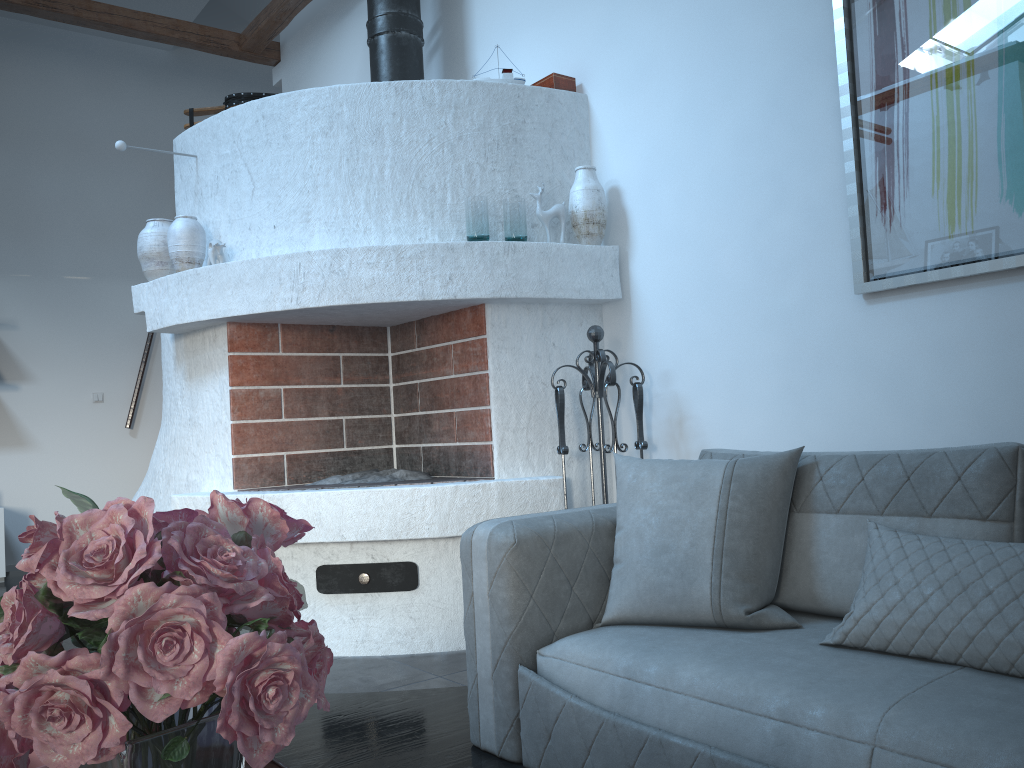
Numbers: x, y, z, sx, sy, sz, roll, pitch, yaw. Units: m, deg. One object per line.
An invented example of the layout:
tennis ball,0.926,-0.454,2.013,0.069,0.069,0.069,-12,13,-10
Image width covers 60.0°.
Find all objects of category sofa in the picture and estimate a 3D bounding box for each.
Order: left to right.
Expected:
sofa,1.009,0.513,1.820,1.107,0.770,2.458,-1,-4,-37

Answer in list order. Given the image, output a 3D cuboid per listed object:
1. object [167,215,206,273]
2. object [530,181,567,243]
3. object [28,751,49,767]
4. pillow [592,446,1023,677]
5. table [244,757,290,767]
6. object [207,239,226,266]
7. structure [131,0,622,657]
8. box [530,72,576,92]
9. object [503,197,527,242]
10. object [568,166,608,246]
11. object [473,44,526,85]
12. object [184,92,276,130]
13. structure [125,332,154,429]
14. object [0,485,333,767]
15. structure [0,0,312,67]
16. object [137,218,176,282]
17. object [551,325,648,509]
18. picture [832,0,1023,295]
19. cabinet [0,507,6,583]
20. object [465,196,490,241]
object,-1.396,-0.580,3.810,0.158,0.274,0.158,-3,-3,2
object,0.152,-0.698,3.650,0.150,0.258,0.081,-3,-3,-3
object,-0.409,0.372,0.908,0.215,0.138,0.413,-2,-3,-26
pillow,0.934,0.337,1.754,0.444,0.515,2.075,-1,-4,-37
table,-0.353,0.672,0.779,0.471,0.492,0.962,-1,-4,-37
object,-1.237,-0.548,3.708,0.064,0.114,0.161,-1,-3,-34
structure,-0.571,-1.206,4.942,3.049,4.752,3.058,-2,-3,-28
box,0.164,-1.307,3.976,0.127,0.078,0.229,-1,-4,-37
object,0.013,-0.656,3.595,0.092,0.180,0.092,-2,-3,-14
object,0.319,-0.726,3.727,0.165,0.368,0.165,-4,-3,25
object,-0.058,-1.372,3.865,0.231,0.221,0.066,-3,-3,-7
object,-1.123,-1.242,3.963,0.783,0.094,0.311,-5,-4,39
structure,-2.287,-0.312,6.654,0.781,3.267,1.897,-1,-4,-37
object,-0.228,0.240,0.611,0.234,0.351,0.235,-4,-3,13
structure,-4.787,-2.546,1.980,15.910,3.562,10.230,-1,-3,-32
object,-1.579,-0.580,3.997,0.203,0.314,0.203,-5,-4,37
object,0.355,0.393,3.395,0.376,1.245,0.376,-5,-3,33
picture,1.368,-0.914,2.504,0.025,1.185,0.965,-1,-4,-37
cabinet,-4.223,1.130,5.844,1.469,0.507,0.638,-1,-4,-37
object,-0.139,-0.650,3.538,0.092,0.180,0.092,-3,-3,-9
